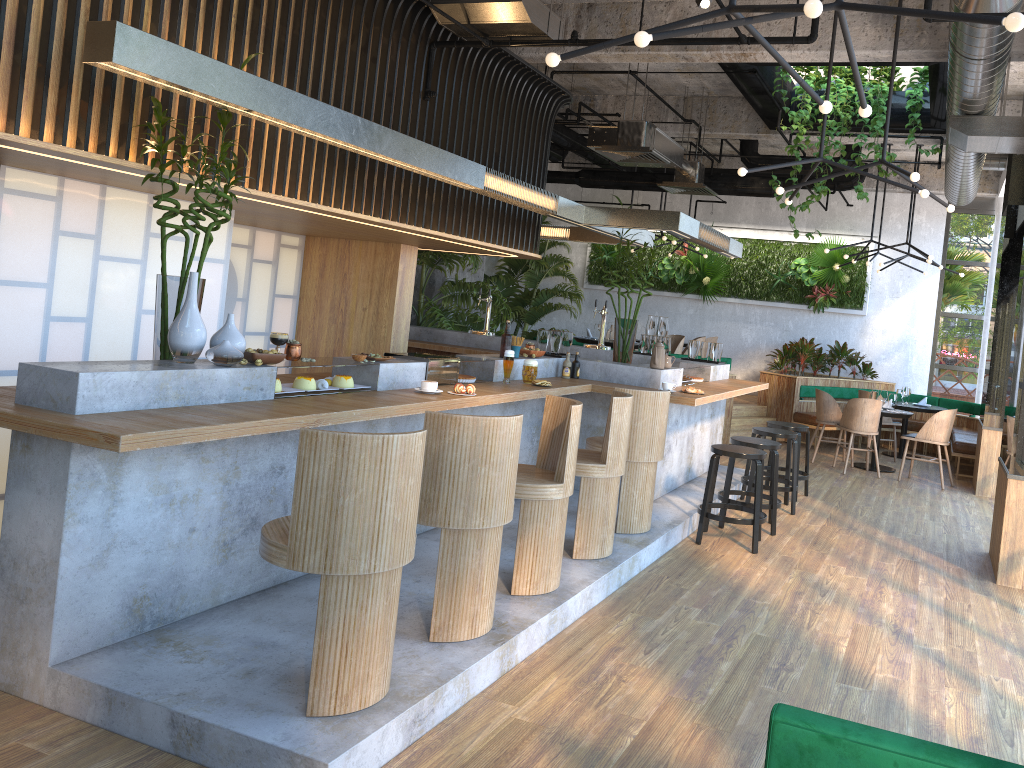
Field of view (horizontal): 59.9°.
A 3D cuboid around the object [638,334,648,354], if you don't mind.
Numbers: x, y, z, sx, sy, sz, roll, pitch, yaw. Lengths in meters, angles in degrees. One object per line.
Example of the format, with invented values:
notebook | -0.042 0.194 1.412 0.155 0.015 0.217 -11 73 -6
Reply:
object | 1.393 -0.417 9.387 0.104 0.209 0.107 6 1 9

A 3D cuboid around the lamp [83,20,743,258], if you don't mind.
lamp | -1.014 -2.502 6.667 4.852 2.125 6.944 8 5 19

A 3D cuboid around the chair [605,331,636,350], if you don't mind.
chair | 1.511 -0.331 12.618 0.496 0.921 0.560 6 2 4

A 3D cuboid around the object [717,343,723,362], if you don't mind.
object | 2.134 -0.321 9.222 0.101 0.209 0.110 7 2 39

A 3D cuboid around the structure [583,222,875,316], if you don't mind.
structure | 3.502 -2.037 15.003 4.910 1.490 0.837 8 2 20

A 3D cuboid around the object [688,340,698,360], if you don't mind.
object | 1.869 -0.348 9.206 0.103 0.209 0.108 6 1 19

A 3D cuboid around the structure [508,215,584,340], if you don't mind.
structure | 0.474 -1.482 15.315 1.850 3.250 1.667 7 1 22

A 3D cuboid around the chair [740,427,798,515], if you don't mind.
chair | 2.350 0.769 8.057 0.506 0.695 0.524 6 2 13

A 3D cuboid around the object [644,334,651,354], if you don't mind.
object | 1.436 -0.423 9.500 0.104 0.209 0.107 6 1 9

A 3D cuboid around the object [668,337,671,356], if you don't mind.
object | 1.634 -0.393 9.399 0.103 0.209 0.108 6 1 19

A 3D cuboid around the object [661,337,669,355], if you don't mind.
object | 1.596 -0.387 9.291 0.103 0.209 0.108 6 1 19

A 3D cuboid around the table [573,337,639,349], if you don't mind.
table | 1.324 -0.203 11.925 1.086 0.748 1.118 7 4 10

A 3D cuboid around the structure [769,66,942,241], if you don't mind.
structure | 3.303 -2.746 9.663 3.096 2.342 1.551 4 3 -31

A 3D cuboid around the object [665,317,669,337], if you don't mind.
object | 1.611 -0.607 9.417 0.104 0.209 0.107 6 1 9

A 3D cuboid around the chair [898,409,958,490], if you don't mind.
chair | 4.885 0.710 10.407 0.534 0.921 0.519 7 2 39

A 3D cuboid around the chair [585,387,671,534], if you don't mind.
chair | 0.780 0.495 6.182 0.563 0.967 0.533 5 2 -19

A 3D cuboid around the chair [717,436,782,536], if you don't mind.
chair | 1.941 0.805 7.210 0.505 0.695 0.526 7 2 15

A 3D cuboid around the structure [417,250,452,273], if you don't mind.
structure | -1.566 -1.301 11.500 1.321 2.972 1.558 7 1 32

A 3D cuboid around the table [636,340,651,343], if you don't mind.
table | 2.031 -0.293 13.663 0.778 0.744 0.824 7 3 21

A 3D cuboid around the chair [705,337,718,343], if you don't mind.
chair | 3.064 -0.348 14.563 0.540 0.921 0.513 7 2 24

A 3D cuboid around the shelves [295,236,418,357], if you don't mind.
shelves | -1.543 -0.355 8.399 1.078 2.052 0.289 7 0 22

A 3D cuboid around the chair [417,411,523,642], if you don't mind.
chair | -0.270 0.587 4.004 0.549 0.967 0.546 6 1 -1

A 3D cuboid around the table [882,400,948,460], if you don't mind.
table | 5.577 0.659 12.627 1.114 0.748 1.090 6 4 -7

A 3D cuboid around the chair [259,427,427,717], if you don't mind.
chair | -0.635 0.619 3.249 0.526 0.967 0.570 7 2 34

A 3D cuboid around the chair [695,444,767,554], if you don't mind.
chair | 1.650 0.830 6.606 0.501 0.695 0.529 7 2 20

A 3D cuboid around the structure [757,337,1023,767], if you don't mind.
structure | 0.165 0.375 5.255 5.858 1.543 20.792 8 6 25

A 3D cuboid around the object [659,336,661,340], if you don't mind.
object | 1.542 -0.407 9.448 0.104 0.209 0.107 6 1 9

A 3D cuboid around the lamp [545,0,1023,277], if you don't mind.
lamp | 0.175 -2.376 5.099 4.941 1.816 19.540 8 6 25

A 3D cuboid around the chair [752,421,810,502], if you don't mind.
chair | 2.670 0.741 8.720 0.494 0.695 0.537 8 3 38

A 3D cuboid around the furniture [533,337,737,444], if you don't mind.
furniture | 1.323 -0.071 13.151 2.776 1.132 4.719 5 5 -10

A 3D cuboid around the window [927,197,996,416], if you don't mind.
window | 1.428 -1.940 4.847 4.021 6.473 21.044 7 5 26

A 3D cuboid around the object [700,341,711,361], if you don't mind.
object | 2.005 -0.335 9.220 0.101 0.209 0.110 7 2 39

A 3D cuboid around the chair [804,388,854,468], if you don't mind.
chair | 4.081 0.543 11.283 0.555 0.921 0.500 6 1 3

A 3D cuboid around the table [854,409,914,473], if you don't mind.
table | 4.589 0.688 11.167 0.778 0.744 0.824 7 3 21

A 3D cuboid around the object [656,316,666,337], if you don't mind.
object | 1.574 -0.603 9.331 0.104 0.209 0.107 6 1 9

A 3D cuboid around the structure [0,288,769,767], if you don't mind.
structure | -1.559 -0.060 6.956 5.673 1.724 7.368 8 5 24

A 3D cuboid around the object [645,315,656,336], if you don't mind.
object | 1.466 -0.617 9.364 0.104 0.209 0.107 6 1 9

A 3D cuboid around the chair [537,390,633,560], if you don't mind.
chair | 0.422 0.523 5.469 0.561 0.967 0.535 6 1 -16

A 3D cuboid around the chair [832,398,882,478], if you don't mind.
chair | 4.184 0.609 10.692 0.496 0.921 0.560 6 2 4

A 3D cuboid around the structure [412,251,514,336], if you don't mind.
structure | -1.013 -1.402 11.764 2.014 3.126 3.015 7 3 35

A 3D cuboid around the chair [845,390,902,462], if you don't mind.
chair | 4.928 0.560 12.066 0.574 0.921 0.483 5 1 -22

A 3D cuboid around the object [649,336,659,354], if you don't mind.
object | 1.499 -0.402 9.344 0.104 0.209 0.107 6 1 9

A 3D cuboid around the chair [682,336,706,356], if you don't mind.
chair | 2.626 -0.292 13.463 0.555 0.921 0.500 6 1 3

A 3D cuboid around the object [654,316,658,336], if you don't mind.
object | 1.511 -0.622 9.471 0.104 0.209 0.107 6 1 9

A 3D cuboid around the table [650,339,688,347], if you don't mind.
table | 2.550 -0.339 14.738 0.778 0.744 0.824 7 3 21

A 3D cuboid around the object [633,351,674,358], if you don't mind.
object | 1.490 -0.311 9.398 0.424 0.018 0.282 8 6 23

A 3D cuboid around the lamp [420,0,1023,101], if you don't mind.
lamp | -0.846 -2.235 0.728 3.681 1.525 10.367 8 6 22

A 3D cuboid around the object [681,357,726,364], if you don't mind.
object | 1.979 -0.240 9.197 0.424 0.018 0.282 8 6 23

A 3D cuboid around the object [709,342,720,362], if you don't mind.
object | 2.075 -0.318 9.126 0.101 0.209 0.110 7 2 39

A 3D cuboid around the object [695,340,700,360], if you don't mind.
object | 1.915 -0.353 9.315 0.103 0.209 0.108 6 1 19

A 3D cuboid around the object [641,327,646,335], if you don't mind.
object | 0.166 -0.877 11.081 0.101 0.500 6.342 6 4 37

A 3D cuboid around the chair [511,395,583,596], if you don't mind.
chair | 0.052 0.555 4.710 0.571 0.967 0.524 5 2 -43

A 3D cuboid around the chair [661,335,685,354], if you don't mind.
chair | 2.080 -0.234 12.230 0.581 0.921 0.477 5 2 -36

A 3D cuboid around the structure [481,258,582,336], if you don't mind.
structure | 0.152 -1.591 15.013 1.398 3.354 2.106 7 2 39
